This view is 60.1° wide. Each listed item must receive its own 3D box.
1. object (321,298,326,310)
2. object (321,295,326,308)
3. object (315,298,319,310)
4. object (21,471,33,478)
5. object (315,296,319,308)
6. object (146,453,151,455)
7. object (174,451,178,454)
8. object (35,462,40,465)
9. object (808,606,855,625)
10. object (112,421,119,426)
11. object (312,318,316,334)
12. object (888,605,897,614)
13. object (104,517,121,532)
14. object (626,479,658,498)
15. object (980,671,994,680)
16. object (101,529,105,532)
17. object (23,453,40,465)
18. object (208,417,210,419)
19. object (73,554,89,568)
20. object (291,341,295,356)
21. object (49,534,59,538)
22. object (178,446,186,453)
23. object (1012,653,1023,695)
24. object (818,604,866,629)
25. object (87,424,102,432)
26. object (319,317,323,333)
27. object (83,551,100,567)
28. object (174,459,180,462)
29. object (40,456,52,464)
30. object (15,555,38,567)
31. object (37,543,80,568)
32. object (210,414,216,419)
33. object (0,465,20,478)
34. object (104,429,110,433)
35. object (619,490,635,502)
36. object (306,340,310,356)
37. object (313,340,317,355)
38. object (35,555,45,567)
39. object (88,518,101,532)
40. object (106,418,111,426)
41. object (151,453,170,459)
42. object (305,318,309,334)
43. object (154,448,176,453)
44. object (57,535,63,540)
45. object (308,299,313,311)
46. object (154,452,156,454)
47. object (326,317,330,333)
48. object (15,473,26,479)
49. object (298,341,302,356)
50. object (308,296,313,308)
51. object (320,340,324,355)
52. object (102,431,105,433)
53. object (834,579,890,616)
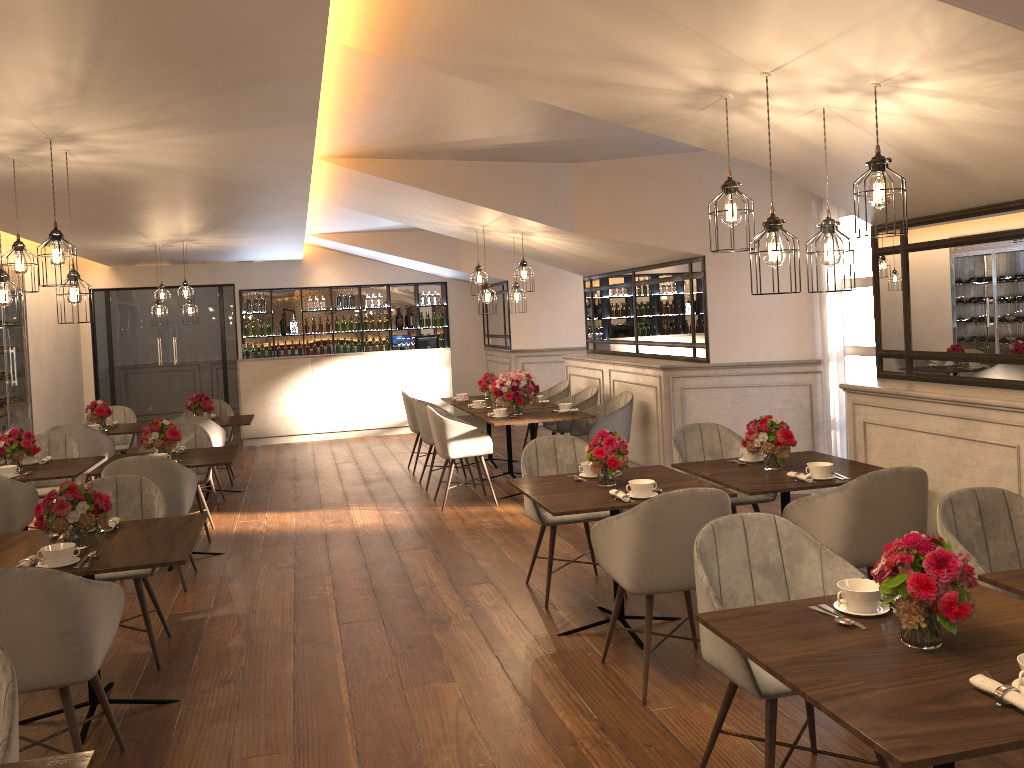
[{"bbox_3d":[-3.031,-1.284,14.228,0.070,0.190,0.041,-3,1,-14],"label":"object"},{"bbox_3d":[-3.033,-1.320,14.227,0.069,0.208,0.040,-3,1,-14],"label":"object"},{"bbox_3d":[-3.129,-1.278,14.204,0.070,0.190,0.041,-3,1,-14],"label":"object"},{"bbox_3d":[-3.157,0.590,5.767,0.043,0.015,0.197,-4,4,-17],"label":"object"},{"bbox_3d":[-3.131,-1.314,14.203,0.069,0.208,0.040,-3,1,-14],"label":"object"},{"bbox_3d":[-2.656,0.512,6.476,0.043,0.015,0.197,-4,4,-17],"label":"object"},{"bbox_3d":[-2.472,0.493,6.532,0.025,0.024,0.193,-3,4,-14],"label":"object"},{"bbox_3d":[-3.363,0.554,6.314,0.025,0.024,0.193,-3,4,-14],"label":"object"},{"bbox_3d":[0.888,0.640,2.453,0.043,0.015,0.197,-4,4,-10],"label":"object"},{"bbox_3d":[-3.926,0.390,8.758,0.056,0.039,0.176,-4,4,-14],"label":"object"},{"bbox_3d":[-3.185,-0.941,14.224,0.065,0.261,0.066,-4,1,-35],"label":"object"},{"bbox_3d":[1.065,0.622,2.506,0.025,0.024,0.193,-3,4,-14],"label":"object"},{"bbox_3d":[-1.829,0.642,4.049,0.056,0.039,0.176,-4,4,-14],"label":"object"},{"bbox_3d":[0.612,0.495,4.168,0.148,0.072,0.148,1,5,44],"label":"object"},{"bbox_3d":[1.086,0.667,1.904,0.025,0.024,0.193,-3,4,-14],"label":"object"},{"bbox_3d":[-1.860,0.652,4.032,0.025,0.024,0.193,-3,4,-14],"label":"object"},{"bbox_3d":[-3.444,0.535,6.304,0.148,0.072,0.148,-1,4,29],"label":"object"},{"bbox_3d":[-3.066,0.340,8.959,0.025,0.024,0.193,-3,4,-14],"label":"object"},{"bbox_3d":[-1.690,0.695,3.483,0.022,0.004,0.211,-4,4,-14],"label":"object"},{"bbox_3d":[-3.503,-0.556,14.147,0.065,0.261,0.066,-4,1,-35],"label":"object"},{"bbox_3d":[-2.044,0.670,3.976,0.043,0.015,0.197,-4,4,-17],"label":"object"},{"bbox_3d":[-2.441,0.483,6.549,0.056,0.039,0.176,-4,4,-14],"label":"object"},{"bbox_3d":[1.164,0.638,1.913,0.148,0.072,0.148,1,5,44],"label":"object"},{"bbox_3d":[0.916,0.644,2.453,0.022,0.004,0.211,-4,4,-14],"label":"object"},{"bbox_3d":[-3.858,0.416,8.148,0.148,0.072,0.148,-1,4,29],"label":"object"},{"bbox_3d":[-3.077,-0.948,14.250,0.065,0.261,0.066,-4,1,-35],"label":"object"},{"bbox_3d":[-1.654,0.688,3.485,0.043,0.015,0.197,-4,4,-17],"label":"object"},{"bbox_3d":[-2.266,0.529,5.985,0.043,0.015,0.197,-4,4,-17],"label":"object"},{"bbox_3d":[-3.332,0.544,6.331,0.056,0.039,0.176,-4,4,-14],"label":"object"},{"bbox_3d":[-1.870,0.692,3.412,0.056,0.039,0.176,-4,4,-14],"label":"object"},{"bbox_3d":[-1.761,0.668,3.439,0.148,0.072,0.148,-6,5,-36],"label":"object"},{"bbox_3d":[-3.035,0.330,8.976,0.056,0.039,0.176,-4,4,-14],"label":"object"},{"bbox_3d":[-3.264,0.570,5.721,0.148,0.072,0.148,-1,4,29],"label":"object"},{"bbox_3d":[-3.759,0.437,8.192,0.043,0.015,0.197,-4,4,-10],"label":"object"},{"bbox_3d":[0.534,0.524,4.159,0.025,0.024,0.193,-3,4,-14],"label":"object"},{"bbox_3d":[-3.274,-0.572,14.204,0.065,0.261,0.066,-4,1,-35],"label":"object"},{"bbox_3d":[-3.167,-0.579,14.230,0.065,0.261,0.066,-4,1,-35],"label":"object"},{"bbox_3d":[-1.839,0.696,3.430,0.025,0.024,0.193,-3,4,-14],"label":"object"},{"bbox_3d":[-1.940,0.633,4.022,0.148,0.072,0.148,-6,5,-36],"label":"object"},{"bbox_3d":[-4.038,0.381,8.731,0.148,0.072,0.148,-2,4,9],"label":"object"},{"bbox_3d":[-2.373,0.509,5.939,0.148,0.072,0.148,-1,4,29],"label":"object"},{"bbox_3d":[-3.292,-0.934,14.197,0.065,0.261,0.066,-4,1,-35],"label":"object"},{"bbox_3d":[-2.552,0.474,6.522,0.148,0.072,0.148,-1,4,29],"label":"object"},{"bbox_3d":[-2.008,0.674,3.978,0.022,0.004,0.211,-4,4,-14],"label":"object"},{"bbox_3d":[-3.226,-1.271,14.180,0.070,0.190,0.041,-3,1,-14],"label":"object"},{"bbox_3d":[-2.620,0.515,6.478,0.022,0.004,0.211,-4,4,-14],"label":"object"},{"bbox_3d":[-2.970,-0.956,14.276,0.065,0.261,0.066,-4,1,-35],"label":"object"},{"bbox_3d":[-3.193,0.597,5.766,0.022,0.004,0.211,-4,4,-14],"label":"object"},{"bbox_3d":[-3.396,-0.564,14.174,0.065,0.261,0.066,-4,1,-35],"label":"object"},{"bbox_3d":[-3.228,-1.307,14.179,0.069,0.208,0.040,-3,1,-14],"label":"object"},{"bbox_3d":[-3.059,-0.587,14.256,0.065,0.261,0.066,-4,1,-35],"label":"object"},{"bbox_3d":[-3.787,0.444,8.192,0.022,0.004,0.211,-4,4,-14],"label":"object"},{"bbox_3d":[0.984,0.603,2.496,0.148,0.072,0.148,1,5,44],"label":"object"}]
